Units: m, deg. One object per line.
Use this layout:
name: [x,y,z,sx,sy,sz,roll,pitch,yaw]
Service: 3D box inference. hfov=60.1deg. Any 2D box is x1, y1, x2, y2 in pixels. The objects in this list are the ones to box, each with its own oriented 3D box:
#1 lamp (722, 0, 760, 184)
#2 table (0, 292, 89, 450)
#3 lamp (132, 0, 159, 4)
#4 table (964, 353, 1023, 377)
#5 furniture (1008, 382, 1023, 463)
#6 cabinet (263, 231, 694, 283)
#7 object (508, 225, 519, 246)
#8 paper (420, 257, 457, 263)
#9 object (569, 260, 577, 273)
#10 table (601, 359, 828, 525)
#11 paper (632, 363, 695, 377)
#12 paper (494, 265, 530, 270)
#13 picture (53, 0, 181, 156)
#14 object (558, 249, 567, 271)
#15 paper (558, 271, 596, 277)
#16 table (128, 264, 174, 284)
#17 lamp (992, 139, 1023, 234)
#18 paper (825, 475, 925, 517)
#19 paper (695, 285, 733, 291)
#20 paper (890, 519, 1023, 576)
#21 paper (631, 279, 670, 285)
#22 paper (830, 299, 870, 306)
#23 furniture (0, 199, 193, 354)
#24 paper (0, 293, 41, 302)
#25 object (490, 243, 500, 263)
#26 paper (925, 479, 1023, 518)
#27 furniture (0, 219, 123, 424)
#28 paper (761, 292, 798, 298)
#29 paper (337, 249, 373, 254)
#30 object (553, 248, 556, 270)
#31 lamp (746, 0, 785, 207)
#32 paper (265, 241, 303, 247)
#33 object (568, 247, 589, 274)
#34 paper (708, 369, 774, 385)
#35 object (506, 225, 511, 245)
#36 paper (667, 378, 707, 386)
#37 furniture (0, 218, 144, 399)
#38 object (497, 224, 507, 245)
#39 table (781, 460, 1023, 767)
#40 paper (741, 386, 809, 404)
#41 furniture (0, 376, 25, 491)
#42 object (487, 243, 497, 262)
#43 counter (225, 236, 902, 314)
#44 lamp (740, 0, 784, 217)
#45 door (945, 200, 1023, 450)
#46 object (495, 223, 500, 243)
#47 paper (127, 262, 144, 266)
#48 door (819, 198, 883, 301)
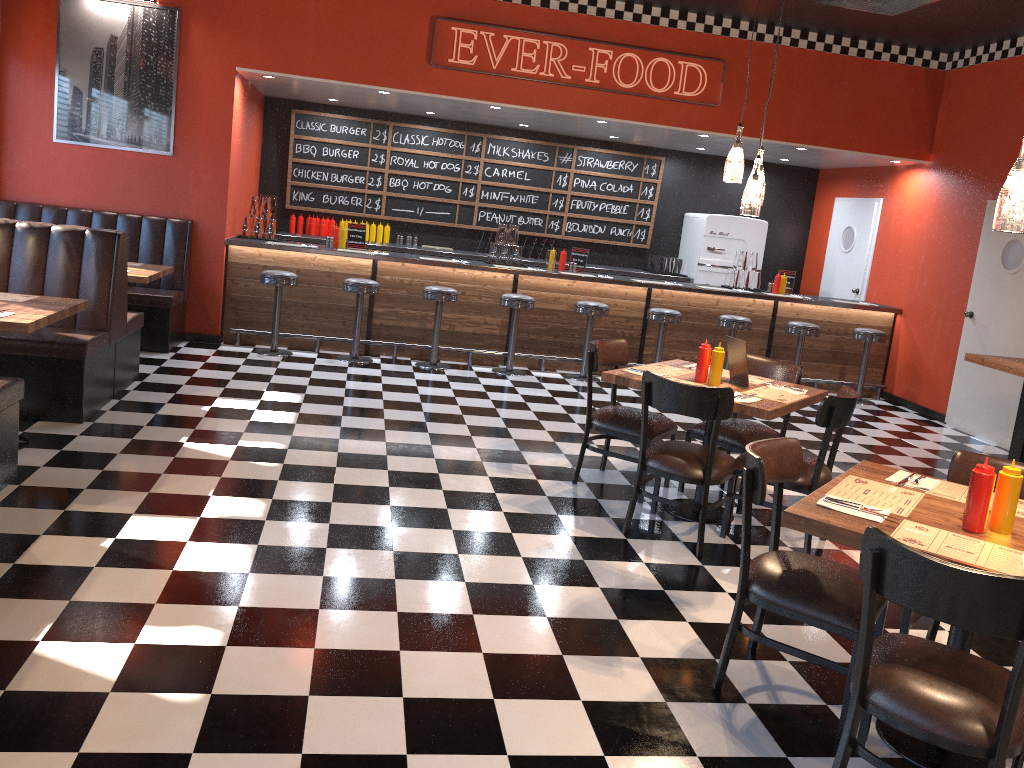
lamp: [1.337,-2.079,4.786,0.108,1.952,0.109,4,9,-18]
table: [-3.324,-0.089,4.730,1.690,0.768,0.964,5,10,-10]
lamp: [-3.441,-3.427,7.808,0.610,0.056,0.082,5,11,-10]
table: [3.414,0.489,5.168,0.695,0.993,1.705,5,11,-10]
furniture: [4.815,1.182,2.141,1.103,1.141,8.828,5,11,-10]
cabinet: [-0.476,-1.090,10.801,5.280,0.992,0.680,5,10,-10]
object: [0.021,-1.542,9.204,0.106,0.207,0.105,13,11,34]
paper: [-0.742,-1.245,8.876,0.365,0.001,0.263,5,11,-9]
object: [0.641,-1.232,9.275,0.094,0.135,0.047,15,12,39]
table: [1.114,0.364,5.040,0.961,0.768,0.962,14,12,34]
paper: [0.878,-0.081,5.154,0.262,0.001,0.366,14,14,34]
paper: [0.000,-1.183,8.994,0.365,0.001,0.263,5,11,-9]
picture: [-3.540,-2.767,7.939,1.022,1.292,0.016,5,9,-10]
object: [0.535,-1.306,9.318,0.068,0.236,0.068,7,9,3]
paper: [0.677,-1.127,9.107,0.365,0.001,0.263,5,11,-9]
table: [-3.697,-0.595,7.040,1.690,0.768,0.964,5,10,-10]
lamp: [1.668,-1.431,2.615,0.108,1.952,0.109,7,9,1]
paper: [1.259,0.382,3.062,0.262,0.001,0.366,14,13,32]
paper: [2.159,-1.014,9.399,0.365,0.001,0.263,5,11,-9]
paper: [1.323,0.481,2.608,0.367,0.001,0.262,14,13,33]
paper: [1.445,-1.064,9.238,0.365,0.001,0.263,4,12,-14]
paper: [3.681,-0.890,9.661,0.365,0.001,0.263,7,11,0]
furniture: [-3.817,-0.964,7.843,1.708,1.146,0.711,5,10,-10]
paper: [-2.932,-0.502,5.052,0.365,0.001,0.263,5,11,-8]
object: [-0.171,-1.354,9.218,0.106,0.207,0.105,13,11,34]
paper: [1.694,0.412,3.163,0.367,0.001,0.262,14,13,33]
furniture: [-3.440,-0.452,5.510,1.708,1.146,0.711,5,10,-10]
paper: [2.894,-0.953,9.522,0.365,0.001,0.263,5,11,-9]
paper: [-1.531,-1.304,8.714,0.365,0.001,0.263,5,11,-9]
object: [0.427,-1.321,9.332,0.068,0.236,0.068,7,9,3]
lamp: [1.448,-1.948,4.768,0.108,1.952,0.109,3,10,-23]
paper: [-2.192,-1.354,8.583,0.365,0.001,0.263,5,11,-9]
object: [0.702,-1.305,9.358,0.189,0.255,0.072,11,10,25]
paper: [1.332,-0.046,5.242,0.367,0.001,0.261,15,14,36]
object: [-0.002,-1.566,9.312,0.106,0.207,0.105,13,11,34]
paper: [0.960,0.015,4.721,0.367,0.001,0.262,14,14,34]
furniture: [-3.551,-0.603,6.197,1.708,1.146,0.711,5,10,-10]
object: [-0.097,-1.554,9.195,0.106,0.207,0.105,13,11,34]
table: [1.468,0.826,2.938,0.964,0.768,0.959,14,12,34]
paper: [1.420,0.057,4.780,0.262,0.001,0.366,14,14,34]
furniture: [-3.176,-0.094,3.873,1.708,1.146,0.711,5,10,-10]
object: [-0.201,-1.379,9.323,0.106,0.207,0.105,13,11,34]
counter: [0.699,-1.131,9.273,7.035,0.050,0.681,5,11,-10]
lamp: [1.401,-1.872,4.661,0.109,1.952,0.108,13,11,36]
door: [4.434,-0.565,8.022,0.161,2.164,1.034,5,9,-10]
object: [-0.115,-1.574,9.282,0.106,0.207,0.105,13,11,34]
paper: [-3.282,-1.009,7.376,0.365,0.001,0.263,4,12,-14]
door: [3.993,-1.164,10.755,0.161,2.164,1.034,5,9,-10]
